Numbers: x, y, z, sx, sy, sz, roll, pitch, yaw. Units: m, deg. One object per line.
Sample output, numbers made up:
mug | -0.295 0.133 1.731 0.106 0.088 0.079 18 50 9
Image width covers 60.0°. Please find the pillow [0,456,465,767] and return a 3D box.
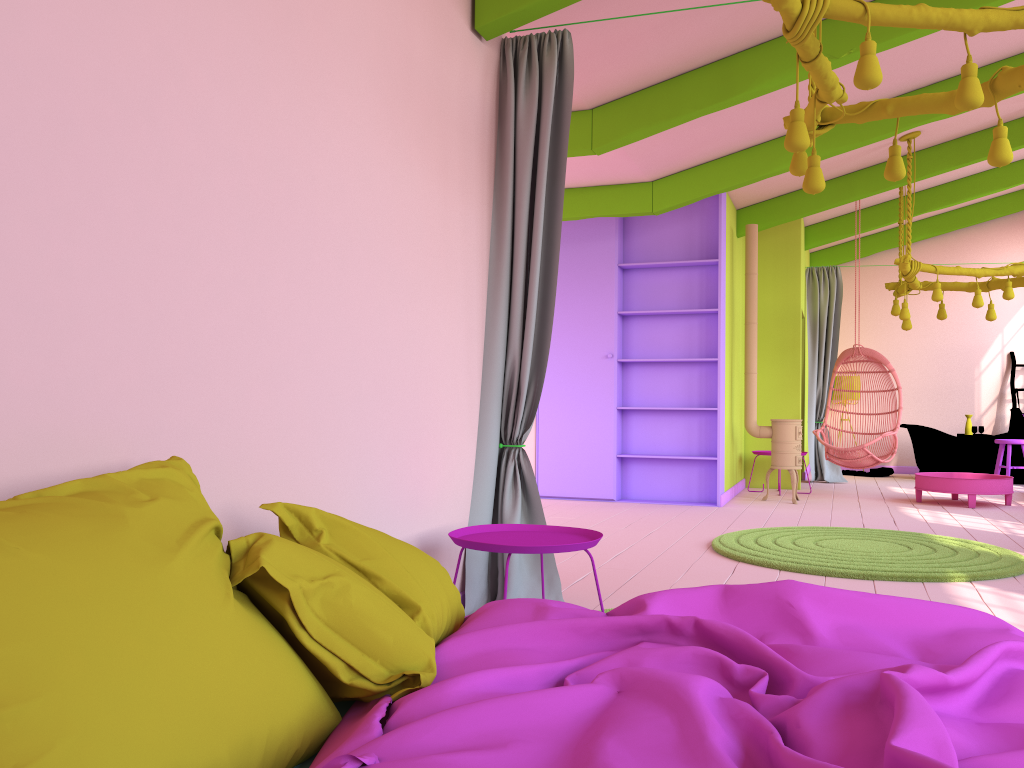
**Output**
pillow | -0.613 0.573 1.747 0.848 0.822 2.618 0 -1 10

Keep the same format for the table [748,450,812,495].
table | 2.962 0.976 9.822 0.596 0.458 0.596 1 -1 -32

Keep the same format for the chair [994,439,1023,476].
chair | 5.923 0.957 10.536 0.473 0.593 0.446 1 -1 -11

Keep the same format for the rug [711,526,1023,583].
rug | 2.283 1.085 5.795 1.889 0.050 1.889 0 -1 8

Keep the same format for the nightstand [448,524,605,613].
nightstand | 0.050 0.802 3.418 0.596 0.458 0.596 1 -1 -32

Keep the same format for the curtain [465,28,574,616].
curtain | 0.025 -0.345 4.172 0.518 2.785 0.525 1 -1 1

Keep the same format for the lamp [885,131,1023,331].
lamp | 4.387 -1.670 8.916 1.610 2.264 1.776 0 -1 2

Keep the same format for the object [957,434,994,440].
object | 6.089 0.697 11.659 0.360 0.068 1.323 0 -1 20

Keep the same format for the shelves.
shelves | 1.160 -0.370 8.828 1.841 3.104 0.384 0 -1 20

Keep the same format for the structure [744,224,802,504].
structure | 2.702 -0.219 9.041 0.577 2.814 0.403 0 -1 38

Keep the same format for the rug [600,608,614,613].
rug | 0.633 1.032 3.696 0.792 0.021 0.792 2 -2 -42

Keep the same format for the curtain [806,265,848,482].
curtain | 3.976 -0.155 11.342 0.518 2.785 0.525 1 -1 1

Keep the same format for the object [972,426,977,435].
object | 5.991 0.632 11.488 0.069 0.170 0.069 0 -1 40

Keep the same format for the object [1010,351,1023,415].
object | 7.120 0.426 12.061 0.603 1.764 0.410 0 -1 20

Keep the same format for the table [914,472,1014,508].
table | 4.511 1.056 8.868 0.885 0.285 0.885 2 -2 -44

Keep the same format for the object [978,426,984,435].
object | 6.141 0.636 11.606 0.069 0.170 0.069 0 -1 40

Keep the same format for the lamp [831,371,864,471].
lamp | 4.780 0.542 12.818 0.476 1.466 0.491 1 -1 -40

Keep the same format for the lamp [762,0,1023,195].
lamp | 1.762 -2.004 3.983 1.610 2.264 1.776 0 -1 2

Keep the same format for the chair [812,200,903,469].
chair | 3.720 -0.647 9.564 0.860 3.129 0.806 0 -1 40

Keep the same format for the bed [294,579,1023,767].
bed | 0.496 0.744 1.606 2.802 0.514 3.577 0 -1 20

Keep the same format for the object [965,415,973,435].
object | 6.005 0.564 11.660 0.097 0.321 0.097 0 -1 32

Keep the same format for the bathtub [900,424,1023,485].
bathtub | 6.118 0.909 11.645 1.889 0.740 0.826 0 -1 20

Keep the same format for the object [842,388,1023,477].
object | 4.791 0.417 8.963 2.827 1.580 7.866 0 -1 21
